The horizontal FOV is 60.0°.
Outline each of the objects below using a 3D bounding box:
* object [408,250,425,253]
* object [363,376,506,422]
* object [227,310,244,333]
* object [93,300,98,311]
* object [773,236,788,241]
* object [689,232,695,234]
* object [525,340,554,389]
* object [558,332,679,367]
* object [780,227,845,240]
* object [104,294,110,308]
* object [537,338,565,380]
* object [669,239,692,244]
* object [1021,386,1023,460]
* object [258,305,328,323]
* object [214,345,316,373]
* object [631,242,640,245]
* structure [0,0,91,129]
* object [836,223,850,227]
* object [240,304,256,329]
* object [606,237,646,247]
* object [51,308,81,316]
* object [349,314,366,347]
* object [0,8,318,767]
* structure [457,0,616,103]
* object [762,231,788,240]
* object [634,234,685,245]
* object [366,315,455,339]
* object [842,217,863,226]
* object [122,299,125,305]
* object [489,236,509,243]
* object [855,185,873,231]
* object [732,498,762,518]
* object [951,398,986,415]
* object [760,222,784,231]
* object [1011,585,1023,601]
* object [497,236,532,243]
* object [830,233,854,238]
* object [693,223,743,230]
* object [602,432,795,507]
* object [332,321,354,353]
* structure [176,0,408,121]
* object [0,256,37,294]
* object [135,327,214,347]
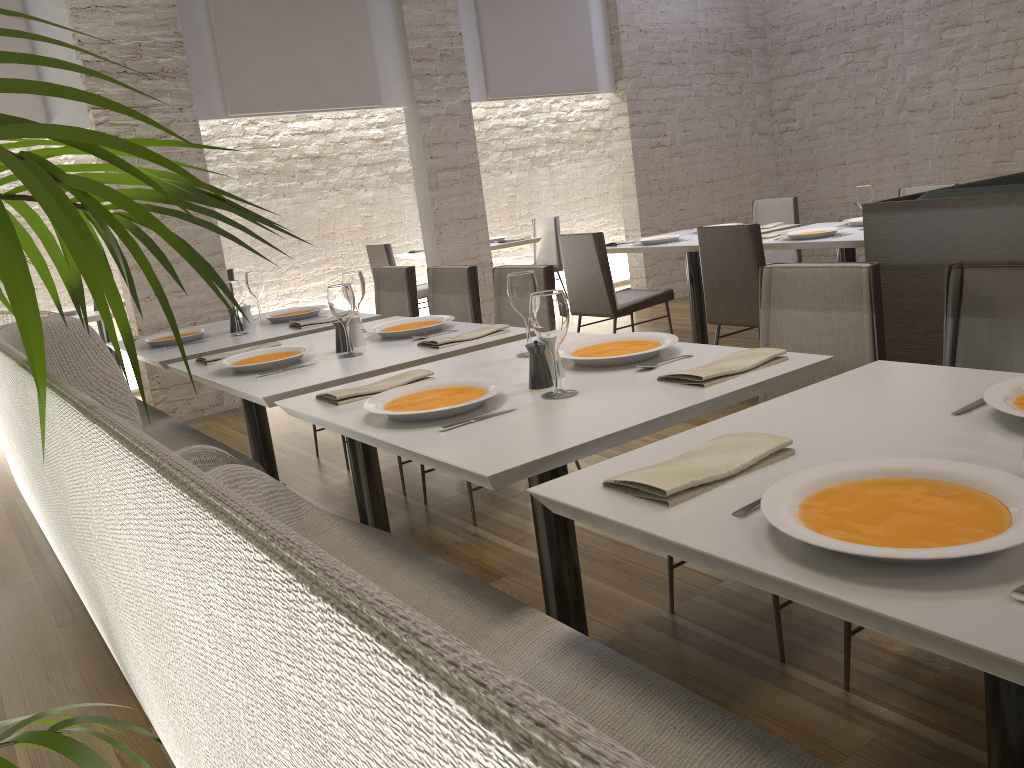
[{"bbox_3d":[-0.800,-1.227,8.119,0.274,0.033,0.143,-16,15,-33],"label":"object"},{"bbox_3d":[-0.171,0.039,1.981,0.321,0.036,0.324,-7,12,4],"label":"object"},{"bbox_3d":[-1.216,-0.283,3.889,0.059,0.109,0.060,-7,11,2],"label":"object"},{"bbox_3d":[-2.906,-0.570,6.204,0.059,0.109,0.059,-14,12,-31],"label":"object"},{"bbox_3d":[1.479,-0.799,4.810,0.182,0.015,0.038,-15,14,-32],"label":"object"},{"bbox_3d":[1.267,-1.039,6.036,0.186,0.010,0.017,-16,14,-33],"label":"object"},{"bbox_3d":[0.061,-0.048,2.052,0.059,0.109,0.060,-7,11,2],"label":"object"},{"bbox_3d":[0.266,-0.084,2.273,0.321,0.036,0.324,-7,12,4],"label":"object"},{"bbox_3d":[1.582,-0.789,4.666,0.321,0.036,0.324,-5,13,12],"label":"object"},{"bbox_3d":[-2.875,-0.591,6.280,0.059,0.109,0.059,-14,12,-31],"label":"object"},{"bbox_3d":[0.092,-0.069,2.128,0.059,0.109,0.060,-7,11,2],"label":"object"},{"bbox_3d":[1.035,-0.878,5.449,0.186,0.010,0.017,-16,14,-33],"label":"object"},{"bbox_3d":[0.729,0.049,1.212,0.060,0.109,0.059,-17,14,-41],"label":"object"},{"bbox_3d":[-1.011,-0.320,4.111,0.321,0.036,0.324,-7,12,4],"label":"object"},{"bbox_3d":[-0.799,-0.077,2.885,0.321,0.036,0.324,-7,12,4],"label":"object"},{"bbox_3d":[0.830,-0.919,5.744,0.182,0.015,0.038,-15,14,-32],"label":"object"},{"bbox_3d":[-3.398,-2.223,4.935,1.641,1.663,0.098,-15,13,-33],"label":"structure"},{"bbox_3d":[1.916,-0.920,5.103,0.186,0.010,0.017,-16,14,-33],"label":"object"},{"bbox_3d":[-1.186,-0.304,3.965,0.059,0.109,0.060,-7,11,2],"label":"object"},{"bbox_3d":[0.754,-0.942,5.891,0.274,0.033,0.143,-16,15,-33],"label":"object"},{"bbox_3d":[-3.138,-0.483,6.133,0.321,0.036,0.324,-7,12,2],"label":"object"},{"bbox_3d":[-0.536,-0.185,3.031,0.059,0.109,0.060,-7,11,2],"label":"object"},{"bbox_3d":[-0.823,0.202,0.707,1.187,1.960,1.154,-6,11,7],"label":"object"},{"bbox_3d":[0.157,-3.228,7.329,1.641,1.663,0.098,-15,13,-33],"label":"structure"},{"bbox_3d":[1.403,-0.822,4.957,0.274,0.033,0.143,-16,15,-33],"label":"object"},{"bbox_3d":[0.933,-0.909,5.600,0.321,0.036,0.324,-5,13,12],"label":"object"},{"bbox_3d":[-0.362,-0.200,3.177,0.321,0.036,0.324,-7,12,4],"label":"object"},{"bbox_3d":[2.019,-0.912,4.958,0.321,0.036,0.324,-5,13,12],"label":"object"},{"bbox_3d":[-2.701,-0.606,6.425,0.321,0.036,0.324,-7,12,2],"label":"object"},{"bbox_3d":[-0.184,-1.317,8.120,0.321,0.036,0.324,-7,12,2],"label":"object"},{"bbox_3d":[1.863,-0.931,4.679,0.086,0.229,0.086,-8,10,-4],"label":"object"},{"bbox_3d":[0.363,0.147,1.209,0.182,0.015,0.038,-15,14,-32],"label":"object"},{"bbox_3d":[0.800,0.026,1.502,0.186,0.010,0.017,-16,14,-33],"label":"object"},{"bbox_3d":[1.575,-0.987,5.598,0.274,0.033,0.143,-16,15,-33],"label":"object"},{"bbox_3d":[0.569,0.187,0.914,0.186,0.010,0.017,-16,14,-33],"label":"object"},{"bbox_3d":[0.021,-1.272,7.826,0.274,0.033,0.143,-16,15,-33],"label":"object"},{"bbox_3d":[1.685,-0.759,4.515,0.186,0.010,0.017,-16,14,-33],"label":"object"},{"bbox_3d":[1.370,-1.032,5.892,0.321,0.036,0.324,-5,13,12],"label":"object"},{"bbox_3d":[0.287,0.124,1.356,0.274,0.033,0.143,-16,15,-33],"label":"object"},{"bbox_3d":[-0.567,-0.164,2.955,0.059,0.109,0.060,-7,11,2],"label":"object"},{"bbox_3d":[-1.563,-2.742,6.170,1.641,1.663,0.098,-15,13,-33],"label":"structure"},{"bbox_3d":[-2.213,-0.060,2.733,1.188,1.960,1.153,0,13,36],"label":"object"},{"bbox_3d":[-1.449,-0.197,3.818,0.321,0.036,0.324,-7,12,4],"label":"object"}]
